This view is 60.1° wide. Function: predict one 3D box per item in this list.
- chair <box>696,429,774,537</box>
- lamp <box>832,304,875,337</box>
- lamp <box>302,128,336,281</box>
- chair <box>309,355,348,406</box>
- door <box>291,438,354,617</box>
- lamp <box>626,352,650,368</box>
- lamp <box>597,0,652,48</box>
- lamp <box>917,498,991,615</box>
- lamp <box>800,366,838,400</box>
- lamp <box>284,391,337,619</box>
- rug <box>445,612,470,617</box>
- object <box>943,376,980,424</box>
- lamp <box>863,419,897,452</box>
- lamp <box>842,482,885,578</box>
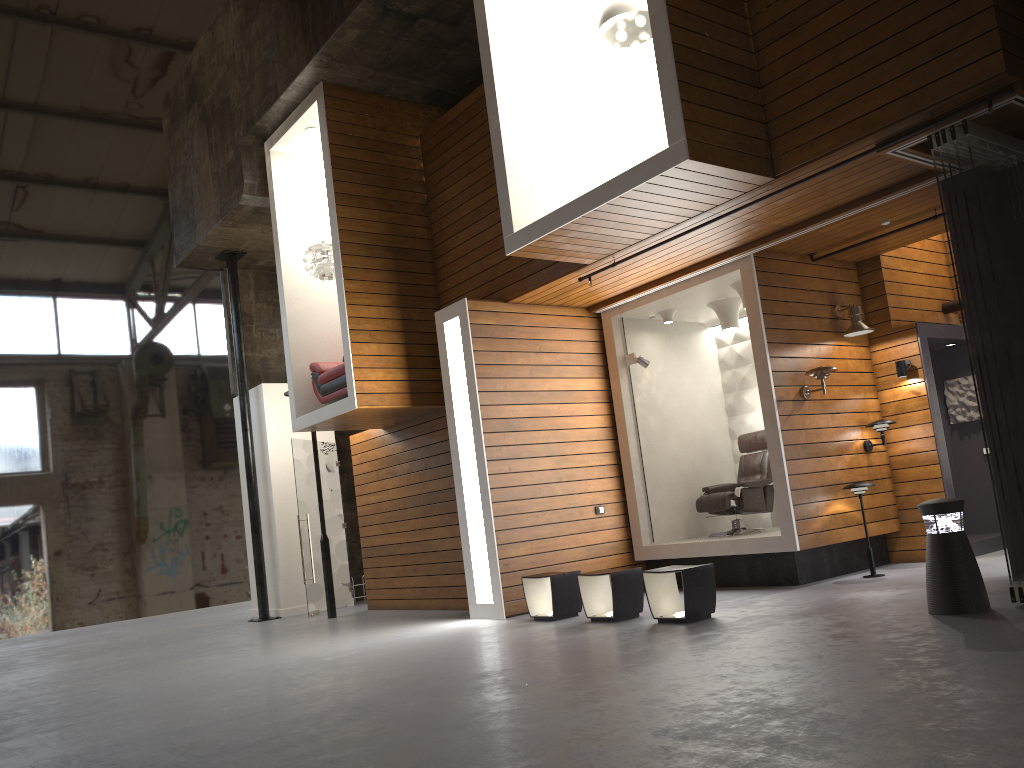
[{"bbox_3d":[2.425,1.054,9.461,0.824,1.065,0.761,-4,-8,-23],"label":"chair"},{"bbox_3d":[3.308,-0.642,8.580,0.294,0.329,0.348,-2,-9,-36],"label":"lamp"},{"bbox_3d":[-2.187,-2.056,10.053,0.513,1.764,0.489,-9,-7,16],"label":"lamp"},{"bbox_3d":[-1.632,-0.215,10.040,0.952,0.932,1.208,-1,-10,-38],"label":"chair"},{"bbox_3d":[-2.550,1.909,11.987,0.147,2.292,1.290,-9,-7,14],"label":"door"},{"bbox_3d":[1.340,-0.248,9.425,0.249,0.187,0.130,-10,-8,21],"label":"lamp"},{"bbox_3d":[0.884,-3.319,7.144,0.529,0.981,0.534,-4,-7,-25],"label":"lamp"},{"bbox_3d":[2.714,1.055,5.497,0.348,0.692,0.350,-3,-8,-32],"label":"lamp"},{"bbox_3d":[2.797,-0.024,8.055,0.288,0.269,0.354,-1,-10,-38],"label":"lamp"},{"bbox_3d":[-2.375,1.496,11.005,0.630,2.932,0.633,-8,-6,3],"label":"lamp"},{"bbox_3d":[0.062,2.355,9.435,1.576,0.014,0.544,0,-11,-38],"label":"rug"},{"bbox_3d":[4.854,0.166,9.504,0.048,0.475,0.383,-2,-9,-38],"label":"object"},{"bbox_3d":[3.558,0.488,8.550,0.288,0.295,0.329,-1,-10,-38],"label":"lamp"},{"bbox_3d":[3.190,1.304,7.985,0.289,0.858,0.288,-12,-8,37],"label":"lamp"}]
